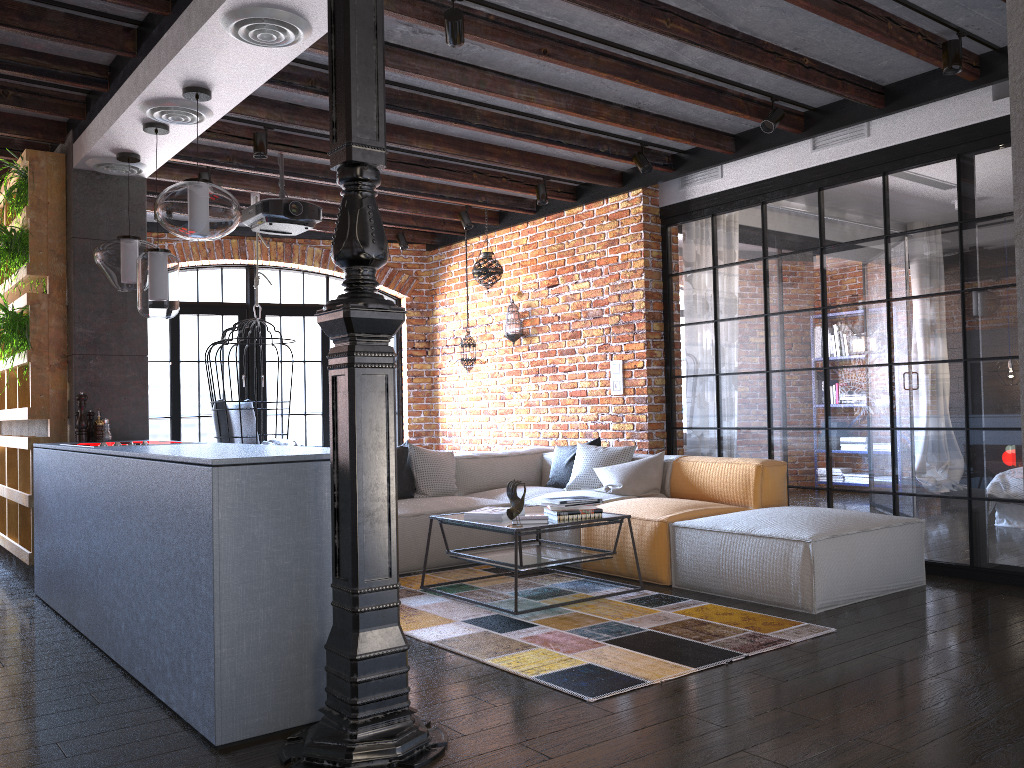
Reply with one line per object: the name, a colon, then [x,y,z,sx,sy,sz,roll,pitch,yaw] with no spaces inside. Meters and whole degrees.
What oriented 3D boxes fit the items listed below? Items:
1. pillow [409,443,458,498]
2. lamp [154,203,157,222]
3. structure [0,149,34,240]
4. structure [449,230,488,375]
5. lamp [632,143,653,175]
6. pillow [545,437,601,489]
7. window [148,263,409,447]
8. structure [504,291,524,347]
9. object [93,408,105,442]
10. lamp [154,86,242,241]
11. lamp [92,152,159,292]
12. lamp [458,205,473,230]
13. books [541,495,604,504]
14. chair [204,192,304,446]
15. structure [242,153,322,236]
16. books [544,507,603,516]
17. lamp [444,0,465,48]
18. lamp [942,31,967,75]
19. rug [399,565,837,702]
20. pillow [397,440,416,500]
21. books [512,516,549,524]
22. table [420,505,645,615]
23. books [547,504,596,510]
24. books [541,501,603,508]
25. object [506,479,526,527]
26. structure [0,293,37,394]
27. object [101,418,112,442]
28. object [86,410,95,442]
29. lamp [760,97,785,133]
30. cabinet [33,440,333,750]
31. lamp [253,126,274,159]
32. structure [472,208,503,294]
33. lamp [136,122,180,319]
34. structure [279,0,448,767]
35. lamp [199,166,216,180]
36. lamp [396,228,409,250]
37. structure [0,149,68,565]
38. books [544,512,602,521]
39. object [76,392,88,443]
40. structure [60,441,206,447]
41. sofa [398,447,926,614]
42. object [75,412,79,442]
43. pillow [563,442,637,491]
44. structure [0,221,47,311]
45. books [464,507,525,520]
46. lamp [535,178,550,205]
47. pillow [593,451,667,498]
pillow: [-0.535,0.598,6.128,0.250,0.402,0.543,-2,-2,35]
lamp: [-2.769,-1.378,7.017,0.121,0.184,0.082,0,-2,-44]
structure: [-2.808,-1.087,5.311,0.422,0.620,0.570,-3,-2,42]
structure: [-0.395,-0.794,7.804,0.389,1.437,0.338,0,-2,-37]
lamp: [0.865,-1.480,5.851,0.094,0.210,0.150,0,-2,-36]
pillow: [0.436,0.583,6.443,0.263,0.400,0.510,0,-2,-43]
window: [-2.489,-0.199,8.504,3.293,2.232,0.177,-1,-2,-20]
structure: [0.011,-0.562,7.592,0.169,0.482,0.169,0,-2,-37]
object: [-2.329,0.231,5.013,0.058,0.192,0.081,-1,-2,4]
lamp: [-1.392,-0.968,3.931,0.364,0.664,0.364,-2,-2,36]
lamp: [-2.098,-0.882,4.860,0.367,0.747,0.367,-2,-2,16]
lamp: [-0.391,-1.402,7.483,0.134,0.208,0.090,-2,-2,20]
books: [0.311,0.602,4.611,0.268,0.014,0.196,0,-2,-26]
chair: [-2.039,-0.395,6.943,0.682,2.220,0.802,-1,-1,8]
structure: [-1.499,-1.399,5.744,0.409,0.816,0.464,0,-2,-37]
books: [0.315,0.657,4.607,0.251,0.023,0.209,-1,-2,-18]
lamp: [-0.243,-1.533,3.742,0.083,0.190,0.161,-1,-2,-1]
lamp: [2.101,-1.571,4.202,0.114,0.184,0.082,-2,-2,18]
rug: [0.108,1.086,4.269,1.432,0.013,2.364,0,-2,-37]
pillow: [-0.819,0.585,5.944,0.238,0.417,0.538,-3,-2,42]
books: [0.091,0.676,4.418,0.182,0.029,0.129,-1,-2,0]
table: [0.093,0.890,4.684,0.842,0.388,0.848,0,-2,-37]
books: [0.308,0.636,4.631,0.239,0.023,0.190,-1,-2,-3]
books: [0.312,0.617,4.611,0.268,0.014,0.196,0,-2,-38]
object: [0.021,0.575,4.293,0.099,0.223,0.093,-1,-1,2]
structure: [-2.902,-0.242,5.228,0.422,0.620,0.571,-1,-2,-18]
object: [-2.328,0.261,5.074,0.069,0.135,0.069,-2,-2,33]
object: [-2.401,0.240,5.054,0.048,0.180,0.048,-2,-2,36]
lamp: [1.477,-1.520,5.026,0.159,0.207,0.082,0,-2,-38]
cabinet: [-1.516,0.697,3.924,0.607,0.844,2.961,0,-2,-37]
lamp: [-1.502,-1.458,5.354,0.119,0.184,0.082,0,-2,-41]
structure: [-0.210,-1.143,7.444,0.265,0.779,0.273,-1,-1,2]
lamp: [-1.754,-0.801,4.386,0.195,0.955,0.198,-1,-1,-7]
structure: [1.770,-0.087,5.946,0.481,2.393,8.514,-2,-2,34]
lamp: [-2.125,-1.416,6.172,0.116,0.188,0.083,-2,-2,16]
lamp: [-1.031,-1.362,8.329,0.134,0.208,0.093,-2,-2,28]
structure: [-3.534,-0.106,6.240,0.206,2.381,2.830,0,-2,-37]
books: [0.314,0.679,4.606,0.247,0.024,0.209,-1,-2,-18]
object: [-2.399,0.185,4.949,0.061,0.282,0.061,-1,-2,-23]
structure: [-1.893,0.308,4.409,0.504,0.057,0.764,0,-2,-37]
sofa: [0.264,0.795,5.268,2.536,0.697,3.301,0,-2,-38]
object: [-2.442,0.239,5.005,0.048,0.180,0.048,-2,-2,13]
pillow: [0.598,0.585,6.140,0.495,0.354,0.293,-3,-2,38]
structure: [-2.925,-0.722,5.188,0.422,0.620,0.570,-2,-2,22]
books: [-0.090,0.687,4.716,0.225,0.038,0.309,-2,-2,23]
lamp: [0.228,-1.448,6.667,0.113,0.194,0.085,-2,-2,24]
pillow: [0.768,0.600,5.805,0.485,0.314,0.358,-1,-2,6]
